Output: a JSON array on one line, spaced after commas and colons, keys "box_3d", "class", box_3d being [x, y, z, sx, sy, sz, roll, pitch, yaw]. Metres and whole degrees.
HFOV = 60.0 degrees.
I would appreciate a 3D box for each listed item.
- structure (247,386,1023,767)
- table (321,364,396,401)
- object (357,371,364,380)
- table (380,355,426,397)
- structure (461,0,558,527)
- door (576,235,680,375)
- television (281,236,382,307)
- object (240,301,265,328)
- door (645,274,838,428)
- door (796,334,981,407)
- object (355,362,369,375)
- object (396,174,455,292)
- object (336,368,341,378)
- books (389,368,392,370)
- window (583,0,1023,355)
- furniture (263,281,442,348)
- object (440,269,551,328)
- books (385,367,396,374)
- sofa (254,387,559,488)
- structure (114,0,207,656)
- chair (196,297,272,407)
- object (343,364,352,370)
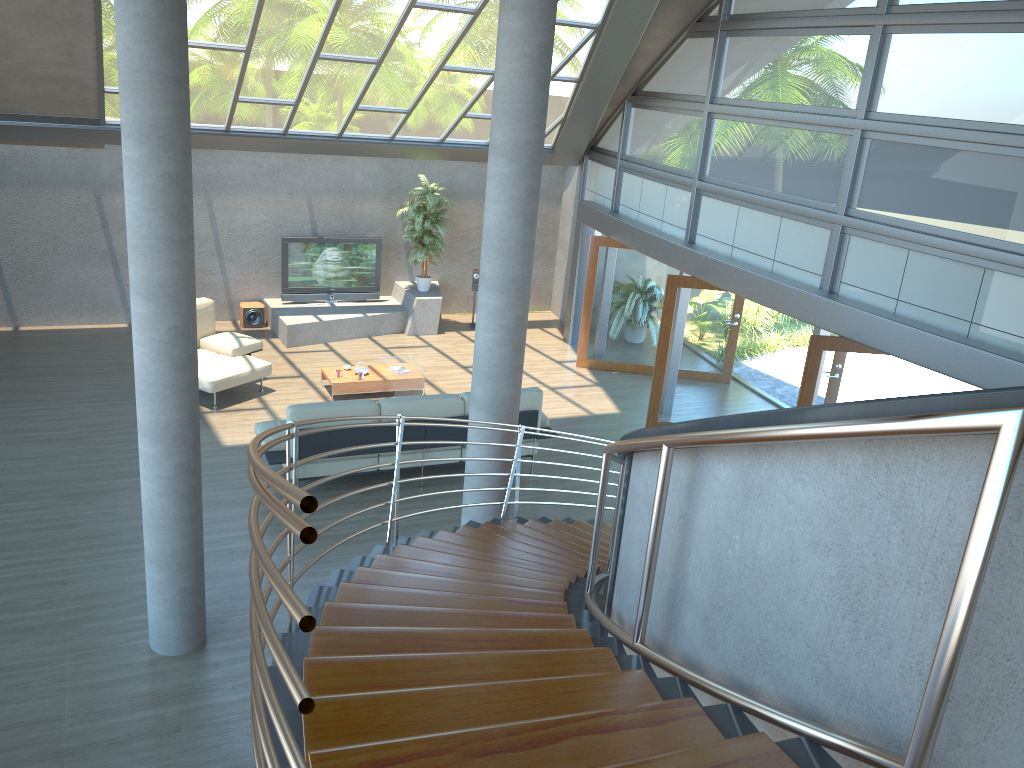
[{"box_3d": [0.450, 0.714, 4.684, 2.349, 3.653, 6.809, 9, 19, 12], "class": "structure"}, {"box_3d": [-1.809, -0.029, 11.501, 1.200, 0.250, 0.600, -4, 21, -24], "class": "table"}, {"box_3d": [-1.902, -0.105, 11.157, 0.085, 0.101, 0.070, 6, 19, 2], "class": "object"}, {"box_3d": [-1.440, -0.104, 11.649, 0.400, 0.342, 0.680, -4, 21, -24], "class": "table"}, {"box_3d": [0.034, -1.673, 6.141, 0.381, 7.125, 0.382, 11, 20, 17], "class": "structure"}, {"box_3d": [2.179, -1.066, 12.898, 2.298, 1.977, 0.200, 6, 19, 3], "class": "door"}, {"box_3d": [-2.852, -1.797, 14.056, 1.568, 1.063, 0.396, -4, 21, -24], "class": "television"}, {"box_3d": [-4.074, -1.088, 13.875, 0.362, 0.323, 0.425, -4, 21, -24], "class": "object"}, {"box_3d": [2.880, -0.263, 10.742, 2.298, 1.977, 0.200, 4, 19, -2], "class": "door"}, {"box_3d": [3.831, 0.547, 8.629, 2.298, 1.977, 0.200, 4, 19, -5], "class": "door"}, {"box_3d": [-1.923, -0.204, 11.347, 0.178, 0.161, 0.178, 10, 19, 15], "class": "object"}, {"box_3d": [-1.371, -2.399, 14.169, 0.932, 1.857, 0.895, 13, 20, 21], "class": "object"}, {"box_3d": [-2.189, -0.140, 11.183, 0.070, 0.101, 0.085, -4, 21, -26], "class": "object"}, {"box_3d": [-1.463, -0.182, 11.631, 0.189, 0.005, 0.275, -11, 25, -40], "class": "books"}, {"box_3d": [4.404, -1.372, 7.189, 1.098, 6.630, 16.616, -4, 21, -26], "class": "window"}, {"box_3d": [-2.314, -1.142, 14.082, 2.936, 0.610, 1.577, -4, 21, -24], "class": "furniture"}, {"box_3d": [-3.489, -1.809, 15.194, 21.345, 0.982, 7.863, -3, 20, -21], "class": "object"}, {"box_3d": [-1.517, -0.181, 11.626, 0.189, 0.005, 0.275, -13, 26, -42], "class": "books"}, {"box_3d": [-1.092, 0.434, 9.321, 3.079, 0.947, 1.166, -4, 21, -25], "class": "sofa"}, {"box_3d": [-2.080, -1.535, 5.181, 0.382, 7.125, 0.381, -4, 21, -24], "class": "structure"}, {"box_3d": [-3.690, -0.432, 11.012, 1.244, 1.023, 1.217, 16, 21, 28], "class": "chair"}, {"box_3d": [-2.132, -0.226, 11.473, 0.100, 0.086, 0.102, -2, 20, -21], "class": "object"}]
